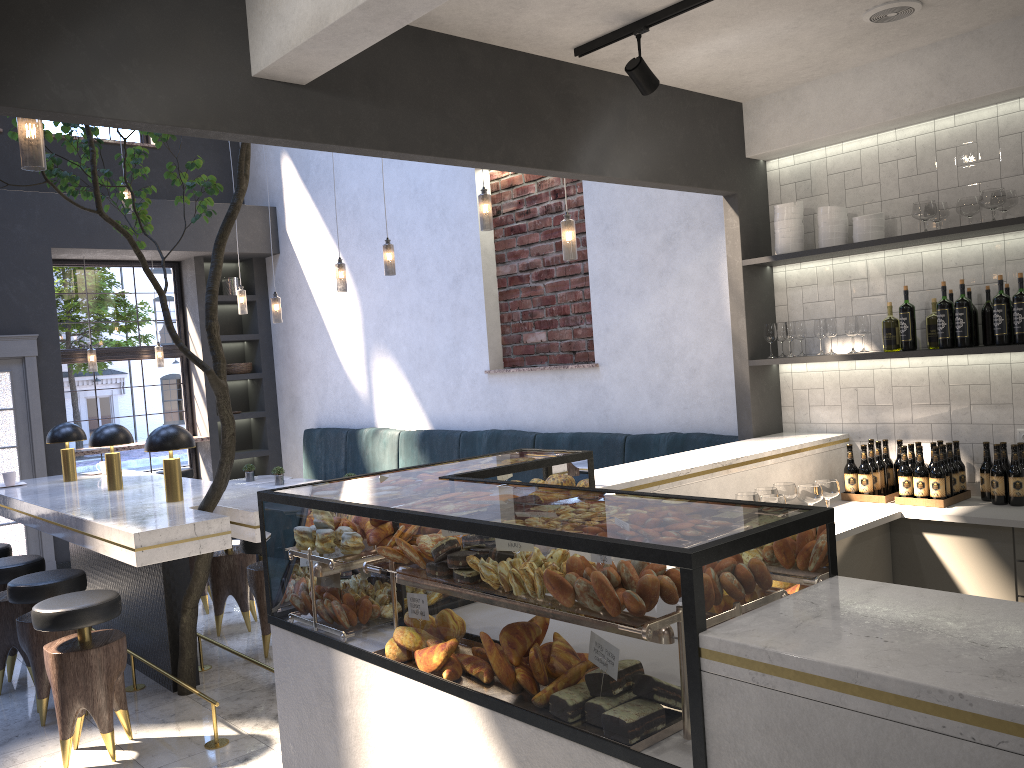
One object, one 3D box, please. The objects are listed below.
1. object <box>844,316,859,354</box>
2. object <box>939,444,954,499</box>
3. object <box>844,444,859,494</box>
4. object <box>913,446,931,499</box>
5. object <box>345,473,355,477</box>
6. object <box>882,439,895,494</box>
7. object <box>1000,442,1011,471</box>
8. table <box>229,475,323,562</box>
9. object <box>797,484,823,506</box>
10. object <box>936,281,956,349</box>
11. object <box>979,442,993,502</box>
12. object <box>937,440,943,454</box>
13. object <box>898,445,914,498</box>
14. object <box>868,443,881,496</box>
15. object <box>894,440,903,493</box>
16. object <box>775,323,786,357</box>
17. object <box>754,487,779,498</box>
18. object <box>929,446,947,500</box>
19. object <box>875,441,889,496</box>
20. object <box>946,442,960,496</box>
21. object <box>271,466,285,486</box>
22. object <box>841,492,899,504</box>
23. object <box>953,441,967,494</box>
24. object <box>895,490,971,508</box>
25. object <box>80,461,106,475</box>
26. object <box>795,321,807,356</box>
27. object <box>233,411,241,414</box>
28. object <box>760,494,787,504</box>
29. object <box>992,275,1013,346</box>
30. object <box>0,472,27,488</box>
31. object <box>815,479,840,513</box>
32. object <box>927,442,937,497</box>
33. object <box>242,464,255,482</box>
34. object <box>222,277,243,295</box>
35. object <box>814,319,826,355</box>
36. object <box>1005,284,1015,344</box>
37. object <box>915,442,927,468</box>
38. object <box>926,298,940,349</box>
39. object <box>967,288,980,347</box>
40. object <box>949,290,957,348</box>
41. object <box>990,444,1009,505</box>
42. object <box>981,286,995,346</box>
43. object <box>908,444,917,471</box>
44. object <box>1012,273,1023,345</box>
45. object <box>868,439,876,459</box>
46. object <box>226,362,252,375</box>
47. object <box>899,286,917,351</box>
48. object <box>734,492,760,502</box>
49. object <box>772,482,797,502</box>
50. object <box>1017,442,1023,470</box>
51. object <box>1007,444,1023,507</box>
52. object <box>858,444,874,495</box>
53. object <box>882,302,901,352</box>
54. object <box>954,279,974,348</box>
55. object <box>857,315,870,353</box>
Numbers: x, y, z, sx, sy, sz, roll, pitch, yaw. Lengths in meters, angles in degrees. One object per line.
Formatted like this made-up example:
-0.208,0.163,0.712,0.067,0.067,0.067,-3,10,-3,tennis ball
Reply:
1.729,-0.250,4.508,0.070,0.188,0.070,-5,2,-27,object
2.043,0.425,4.191,0.069,0.280,0.069,-6,3,-39,object
1.707,0.443,4.462,0.069,0.280,0.069,-4,2,11,object
1.937,0.433,4.198,0.069,0.280,0.069,-3,2,26,object
-1.229,0.757,6.758,0.122,0.165,0.118,-3,2,27,object
1.925,0.424,4.554,0.069,0.280,0.069,-3,2,26,object
2.295,0.410,4.129,0.069,0.280,0.069,-3,2,26,object
-2.479,1.348,5.264,4.597,0.751,4.831,-6,2,-41,table
1.368,0.538,4.065,0.114,0.147,0.114,-6,2,-36,object
2.061,-0.328,4.218,0.072,0.319,0.072,-3,2,33,object
2.245,0.412,4.185,0.070,0.280,0.069,-5,2,-9,object
2.106,0.416,4.346,0.069,0.280,0.069,-3,2,26,object
1.888,0.435,4.254,0.069,0.280,0.069,-4,2,11,object
1.811,0.435,4.456,0.069,0.280,0.069,-4,2,11,object
1.974,0.422,4.498,0.069,0.280,0.070,-5,2,-19,object
1.502,-0.245,4.936,0.070,0.188,0.070,-3,3,40,object
1.168,0.552,4.065,0.114,0.147,0.114,-6,2,-36,object
1.987,0.431,4.141,0.069,0.280,0.069,-3,3,36,object
1.869,0.430,4.504,0.070,0.280,0.069,-6,2,-34,object
2.098,0.420,4.241,0.069,0.280,0.069,-4,2,11,object
-2.015,0.791,7.660,0.122,0.165,0.118,-3,2,27,object
1.849,0.554,4.483,0.307,0.038,0.231,-6,2,-41,object
2.155,0.414,4.290,0.069,0.280,0.070,-5,2,-19,object
2.030,0.546,4.275,0.307,0.038,0.231,-6,2,-41,object
-3.123,0.632,6.712,0.301,0.097,0.175,-3,2,40,object
1.579,-0.248,4.847,0.070,0.188,0.070,-3,3,40,object
-3.002,0.313,9.622,0.130,0.026,0.130,-3,2,32,object
1.141,0.560,3.867,0.114,0.147,0.114,-6,2,-36,object
2.226,-0.335,4.029,0.072,0.319,0.072,-3,2,33,object
-3.555,0.675,6.290,0.175,0.098,0.204,-5,2,-36,object
1.481,0.527,4.164,0.114,0.147,0.114,-6,2,-36,object
2.050,0.422,4.297,0.070,0.280,0.069,-6,2,-34,object
-2.398,0.808,8.099,0.122,0.165,0.118,-3,2,27,object
-3.072,-1.062,9.747,0.213,0.215,0.213,-5,2,-32,object
1.657,-0.251,4.758,0.070,0.188,0.070,-3,3,40,object
2.292,-0.323,4.093,0.065,0.280,0.065,-4,2,2,object
2.002,0.424,4.352,0.069,0.280,0.069,-3,2,26,object
2.069,-0.296,4.334,0.082,0.246,0.082,-5,2,-14,object
2.181,-0.318,4.219,0.065,0.280,0.065,-4,2,2,object
2.126,-0.316,4.282,0.065,0.280,0.065,-4,2,2,object
2.239,0.416,4.080,0.070,0.280,0.069,-6,2,-34,object
2.237,-0.320,4.156,0.065,0.280,0.065,-4,2,2,object
1.945,0.429,4.304,0.069,0.280,0.069,-6,3,-39,object
2.282,-0.337,3.966,0.072,0.319,0.072,-3,2,33,object
1.875,0.426,4.609,0.070,0.280,0.069,-5,2,-9,object
-3.012,-0.167,9.755,0.304,0.124,0.305,-5,2,-20,object
1.942,-0.323,4.355,0.072,0.319,0.072,-3,2,33,object
1.055,0.563,3.966,0.114,0.147,0.114,-6,2,-36,object
1.281,0.541,4.164,0.114,0.147,0.114,-6,2,-36,object
2.344,0.408,4.073,0.069,0.280,0.070,-5,2,-19,object
2.287,0.414,4.024,0.069,0.280,0.069,-4,2,11,object
1.756,0.441,4.406,0.069,0.280,0.069,-3,2,26,object
2.214,-0.322,4.026,0.082,0.294,1.100,-6,2,-40,object
2.116,-0.330,4.155,0.072,0.319,0.072,-3,2,33,object
1.812,-0.258,4.581,0.070,0.188,0.070,-5,2,-27,object
